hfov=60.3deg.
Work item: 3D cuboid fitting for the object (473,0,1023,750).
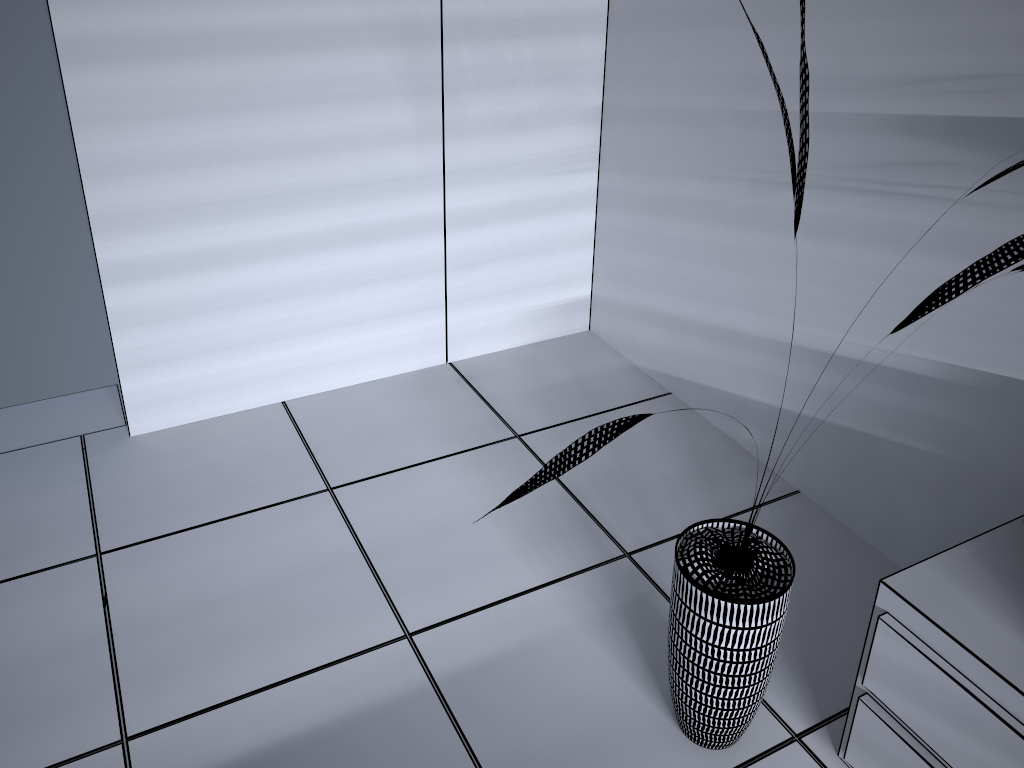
[{"bbox_3d":[0.531,0.010,1.478,1.175,1.517,0.261,3,25,4],"label":"object"}]

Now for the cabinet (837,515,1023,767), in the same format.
[{"bbox_3d":[1.408,1.004,0.857,0.579,0.431,2.351,-12,32,-24],"label":"cabinet"}]
